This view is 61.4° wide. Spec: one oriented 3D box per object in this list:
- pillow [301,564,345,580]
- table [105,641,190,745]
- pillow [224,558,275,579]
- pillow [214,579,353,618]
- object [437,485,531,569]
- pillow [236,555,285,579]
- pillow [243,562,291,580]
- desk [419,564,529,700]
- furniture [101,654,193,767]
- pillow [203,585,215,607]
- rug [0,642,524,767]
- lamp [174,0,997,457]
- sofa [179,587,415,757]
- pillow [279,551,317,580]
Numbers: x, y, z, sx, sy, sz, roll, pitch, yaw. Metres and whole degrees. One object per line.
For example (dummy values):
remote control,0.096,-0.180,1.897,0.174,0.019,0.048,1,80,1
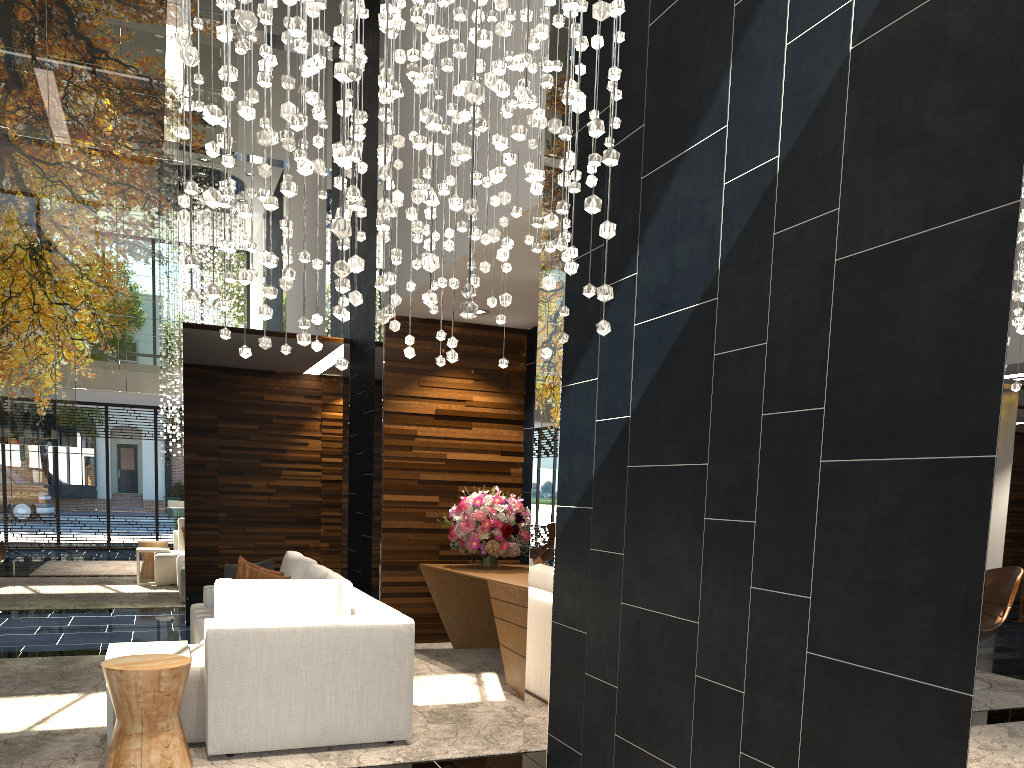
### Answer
pillow,-1.241,1.365,5.404,0.291,0.438,0.716,1,-3,-21
table,-1.951,1.649,4.640,0.401,0.470,0.396,2,1,-22
pillow,-1.965,1.486,6.424,0.552,0.419,0.253,1,2,25
pillow,-1.209,1.256,4.569,0.713,0.464,0.215,3,3,-21
object,-0.178,1.150,6.925,0.692,0.682,0.655,2,0,-31
pillow,-1.861,1.462,6.234,0.546,0.435,0.241,1,2,33
pillow,-1.787,1.463,6.026,0.517,0.417,0.267,0,1,38
desk,0.089,1.806,6.416,0.993,0.751,2.236,3,-6,-22
furniture,-1.707,1.556,4.047,0.392,0.526,0.389,2,2,13
pillow,-2.065,1.638,6.694,0.626,0.153,0.238,5,-4,-27
rug,-2.085,1.975,5.390,5.918,0.006,3.203,5,-8,-22
lamp,-3.224,-46.172,2.520,398.816,114.843,399.680,2,-6,3
sofa,-1.636,1.667,5.597,1.294,0.685,2.841,4,-7,-22
pillow,-1.579,1.451,6.231,0.248,0.454,0.716,1,-3,-22
